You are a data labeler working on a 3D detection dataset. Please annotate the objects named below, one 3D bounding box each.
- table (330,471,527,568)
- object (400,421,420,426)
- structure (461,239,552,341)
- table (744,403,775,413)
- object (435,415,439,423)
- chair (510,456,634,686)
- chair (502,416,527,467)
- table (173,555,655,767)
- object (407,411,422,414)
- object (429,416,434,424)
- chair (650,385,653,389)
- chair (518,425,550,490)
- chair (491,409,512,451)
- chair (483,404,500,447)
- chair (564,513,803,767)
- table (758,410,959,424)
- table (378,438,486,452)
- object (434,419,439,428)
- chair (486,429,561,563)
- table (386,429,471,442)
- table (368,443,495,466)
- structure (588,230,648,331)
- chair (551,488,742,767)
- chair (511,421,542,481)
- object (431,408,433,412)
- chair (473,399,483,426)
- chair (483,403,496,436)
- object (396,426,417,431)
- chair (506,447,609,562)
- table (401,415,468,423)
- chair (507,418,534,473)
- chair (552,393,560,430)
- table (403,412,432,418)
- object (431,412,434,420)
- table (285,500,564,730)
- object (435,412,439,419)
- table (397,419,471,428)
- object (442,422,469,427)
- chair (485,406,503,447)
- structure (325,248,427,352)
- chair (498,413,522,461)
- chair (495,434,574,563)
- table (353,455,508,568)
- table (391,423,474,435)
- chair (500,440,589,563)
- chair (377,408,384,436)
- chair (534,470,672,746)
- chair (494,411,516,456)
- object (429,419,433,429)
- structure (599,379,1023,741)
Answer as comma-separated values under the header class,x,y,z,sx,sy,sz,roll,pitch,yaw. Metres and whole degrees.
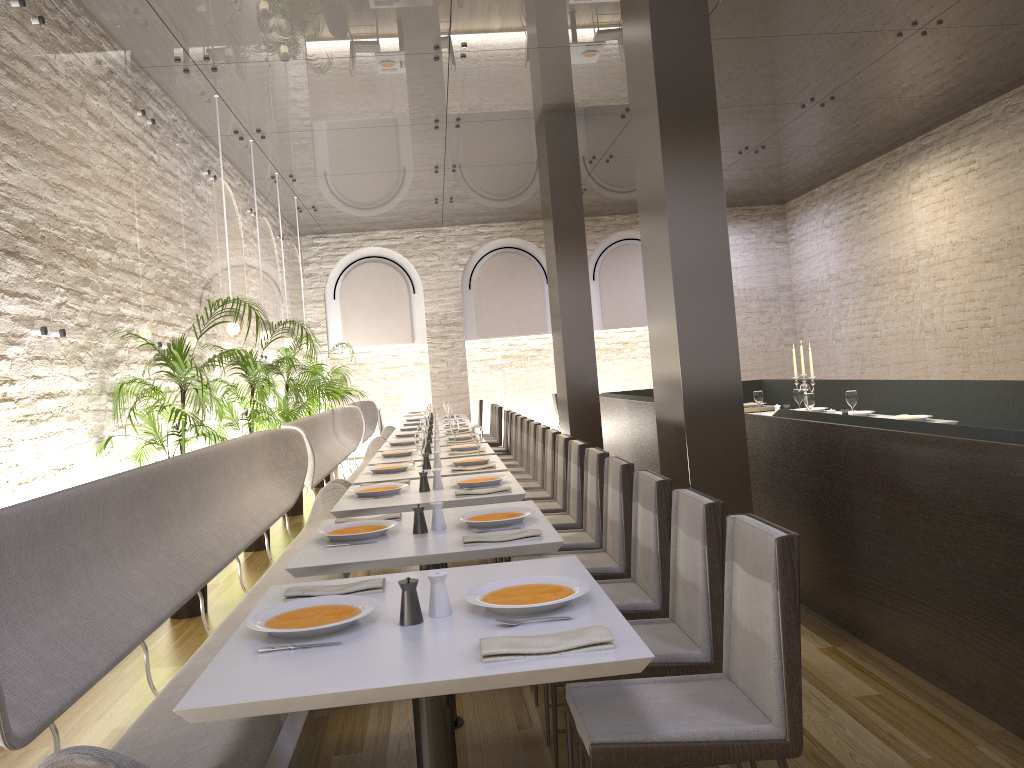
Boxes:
class,x,y,z,sx,sy,sz,roll,pitch,yaw
table,-0.405,0.939,4.706,0.936,0.761,1.010,-5,0,-5
object,-1.292,0.519,11.515,0.321,0.036,0.322,-4,1,32
structure,-0.051,-1.629,15.010,1.634,1.677,0.097,-5,-2,-5
table,2.228,0.652,9.832,1.101,0.761,1.187,-5,0,-5
object,-0.981,0.454,11.521,0.059,0.109,0.059,-5,-1,31
chair,0.288,0.819,4.022,0.566,0.907,0.411,-5,-1,-5
chair,-0.105,0.787,8.605,0.566,0.907,0.411,-5,-1,-5
table,-0.192,0.956,2.215,0.936,0.761,1.010,-5,0,-5
object,-1.701,0.497,15.503,0.321,0.036,0.322,-4,1,30
object,-1.047,0.460,11.469,0.059,0.109,0.059,-5,-1,31
chair,2.338,0.487,15.844,0.566,0.907,0.411,-5,-1,-5
chair,0.042,0.799,6.896,0.566,0.907,0.411,-5,-1,-5
chair,-0.251,0.775,10.314,0.566,0.907,0.411,-5,-1,-5
chair,-0.420,0.762,12.275,0.566,0.907,0.411,-5,-1,-5
chair,0.440,0.831,2.253,0.566,0.907,0.411,-5,-1,-5
table,2.446,0.670,7.287,1.101,0.760,2.536,-5,1,-5
table,-0.700,0.915,8.150,0.936,0.761,1.010,-5,0,-5
object,-0.887,0.462,10.423,0.059,0.109,0.059,-5,-1,31
chair,0.092,0.803,6.304,0.566,0.907,0.411,-5,-1,-5
table,-0.800,0.907,9.316,0.936,0.761,1.010,-5,0,-5
table,-0.601,0.923,6.993,0.936,0.761,1.010,-5,0,-5
structure,2.054,-1.803,15.196,1.634,1.677,0.097,-5,-2,-5
chair,0.391,0.827,2.816,0.566,0.907,0.411,-5,-1,-5
chair,-0.006,0.795,7.454,0.566,0.907,0.411,-5,-1,-5
object,-1.391,0.432,15.509,0.059,0.109,0.059,-5,-1,-3
chair,-0.756,0.743,15.571,0.566,0.907,0.411,-5,-1,-5
chair,-0.469,0.758,12.850,0.566,0.907,0.411,-5,-1,-5
object,-1.198,0.527,10.416,0.321,0.036,0.322,-4,1,32
chair,0.240,0.815,4.585,0.566,0.907,0.411,-5,-1,-5
table,-1.087,0.883,12.664,0.936,0.761,1.010,-5,0,-5
chair,-0.054,0.791,8.016,0.566,0.907,0.411,-5,-1,-5
chair,1.035,0.595,15.729,0.566,0.907,0.411,-5,-1,-5
table,-1.399,0.869,15.516,0.936,0.761,1.010,-5,0,-5
object,-1.144,0.453,12.605,0.059,0.109,0.059,-5,-1,31
table,-0.298,0.947,3.460,0.936,0.761,1.010,-5,0,-5
object,-1.078,0.446,12.657,0.059,0.109,0.059,-5,-1,31
table,-0.990,0.891,11.528,0.936,0.761,1.010,-5,0,-5
object,-0.664,0.483,10.461,0.321,0.036,0.322,-4,1,32
chair,-0.372,0.765,11.717,0.566,0.907,0.411,-5,-1,-5
structure,-2.296,-1.443,14.811,1.634,1.677,0.097,-5,-2,-5
chair,-0.154,0.783,9.171,0.566,0.907,0.411,-5,-1,-5
chair,0.141,0.807,5.741,0.566,0.907,0.411,-5,-1,-5
table,-0.502,0.931,5.834,0.936,0.761,1.010,-5,0,-5
table,-0.896,0.899,10.430,0.936,0.761,1.010,-5,0,-5
chair,0.189,0.811,5.177,0.566,0.907,0.411,-5,-1,-5
chair,-2.059,0.851,15.455,0.566,0.907,0.411,-5,-1,-5
chair,0.341,0.823,3.408,0.566,0.907,0.411,-5,-1,-5
chair,-0.204,0.779,9.758,0.566,0.907,0.411,-5,-1,-5
object,-0.953,0.468,10.371,0.059,0.109,0.059,-5,-1,31
structure,2.590,0.559,5.724,2.372,1.001,10.739,-5,1,-5
